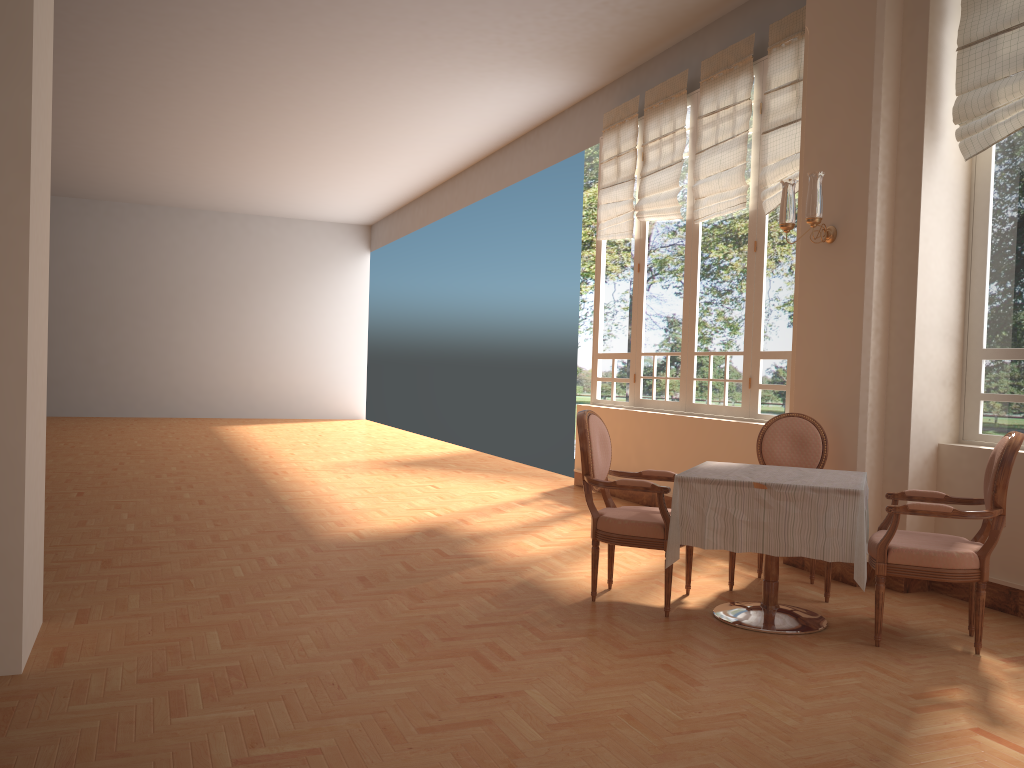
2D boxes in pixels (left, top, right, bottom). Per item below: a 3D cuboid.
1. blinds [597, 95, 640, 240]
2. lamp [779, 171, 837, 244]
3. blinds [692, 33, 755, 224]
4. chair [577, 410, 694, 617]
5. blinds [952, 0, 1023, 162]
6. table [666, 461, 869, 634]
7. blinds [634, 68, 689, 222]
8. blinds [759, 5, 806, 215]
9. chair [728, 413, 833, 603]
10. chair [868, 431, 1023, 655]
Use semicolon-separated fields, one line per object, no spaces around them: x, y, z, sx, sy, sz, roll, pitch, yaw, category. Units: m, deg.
0.989;-1.979;8.334;0.038;1.293;0.689;1;2;-22;blinds
1.696;-0.979;5.005;0.274;0.362;0.320;1;1;-22;lamp
1.607;-1.931;6.812;0.054;1.302;0.689;1;2;-22;blinds
0.604;0.604;4.406;0.593;0.931;0.521;2;2;22;chair
2.503;-1.825;4.251;0.072;1.376;0.843;1;2;-22;blinds
1.213;0.755;4.129;0.829;0.677;0.831;2;1;23;table
1.277;-1.987;7.599;0.085;1.236;0.699;1;2;-22;blinds
1.939;-1.871;6.027;0.072;1.376;0.698;1;2;-22;blinds
1.475;0.627;4.774;0.521;0.931;0.593;2;1;22;chair
1.875;0.654;3.870;0.593;0.931;0.521;2;2;22;chair
